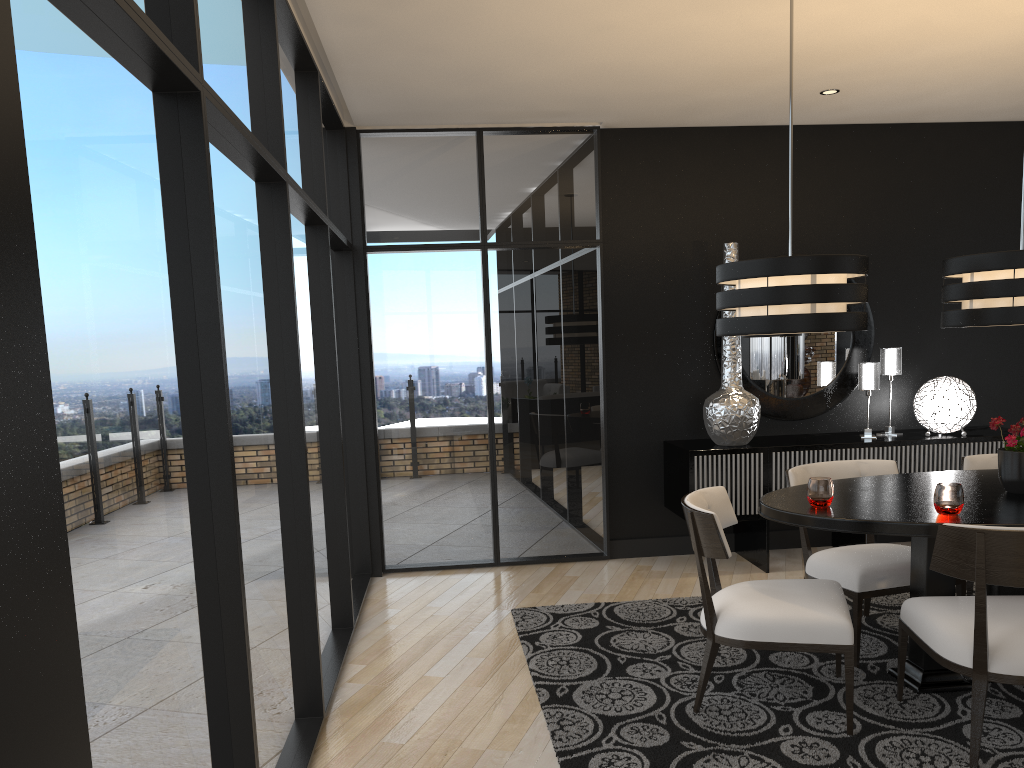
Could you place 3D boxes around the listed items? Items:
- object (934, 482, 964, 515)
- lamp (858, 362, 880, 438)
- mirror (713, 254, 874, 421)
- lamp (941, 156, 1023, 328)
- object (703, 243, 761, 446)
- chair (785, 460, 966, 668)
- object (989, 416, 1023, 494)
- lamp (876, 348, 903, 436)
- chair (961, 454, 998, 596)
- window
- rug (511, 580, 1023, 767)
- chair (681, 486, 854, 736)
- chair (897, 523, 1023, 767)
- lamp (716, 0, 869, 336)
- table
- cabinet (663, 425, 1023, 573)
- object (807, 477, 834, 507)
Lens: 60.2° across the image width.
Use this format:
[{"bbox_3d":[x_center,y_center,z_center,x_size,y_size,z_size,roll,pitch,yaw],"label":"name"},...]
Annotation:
[{"bbox_3d":[1.525,0.402,3.082,0.095,0.107,0.094,-2,5,6],"label":"object"},{"bbox_3d":[2.233,0.100,5.532,0.125,0.470,0.130,0,8,17],"label":"lamp"},{"bbox_3d":[1.837,-0.297,5.746,1.075,1.090,0.025,-3,8,-5],"label":"mirror"},{"bbox_3d":[1.908,-0.890,3.279,0.535,1.343,0.530,-3,7,-6],"label":"lamp"},{"bbox_3d":[1.332,-0.234,5.358,0.343,1.222,0.339,-2,7,4],"label":"object"},{"bbox_3d":[1.621,0.784,4.035,0.641,0.815,0.611,-4,6,-19],"label":"chair"},{"bbox_3d":[2.000,0.275,3.426,0.237,0.301,0.226,-2,6,-3],"label":"object"},{"bbox_3d":[2.400,0.048,5.600,0.124,0.556,0.131,-9,10,-42],"label":"lamp"},{"bbox_3d":[2.419,0.753,4.063,0.642,0.815,0.610,0,6,23],"label":"chair"},{"bbox_3d":[6.118,-1.242,0.085,15.890,4.835,10.037,-2,3,4],"label":"window"},{"bbox_3d":[1.977,1.190,3.574,3.720,0.011,2.695,-2,2,-5],"label":"rug"},{"bbox_3d":[0.970,0.834,3.406,0.616,0.815,0.636,-1,6,16],"label":"chair"},{"bbox_3d":[1.696,0.823,2.989,0.643,0.815,0.610,-2,6,5],"label":"chair"},{"bbox_3d":[1.014,-0.853,3.207,0.535,1.343,0.530,-3,7,-6],"label":"lamp"},{"bbox_3d":[2.026,0.807,3.514,2.105,0.777,1.198,-2,4,-3],"label":"table"},{"bbox_3d":[2.143,0.720,5.618,2.236,0.775,0.604,-2,6,-5],"label":"cabinet"},{"bbox_3d":[1.158,0.406,3.315,0.095,0.107,0.095,-6,7,-39],"label":"object"}]
